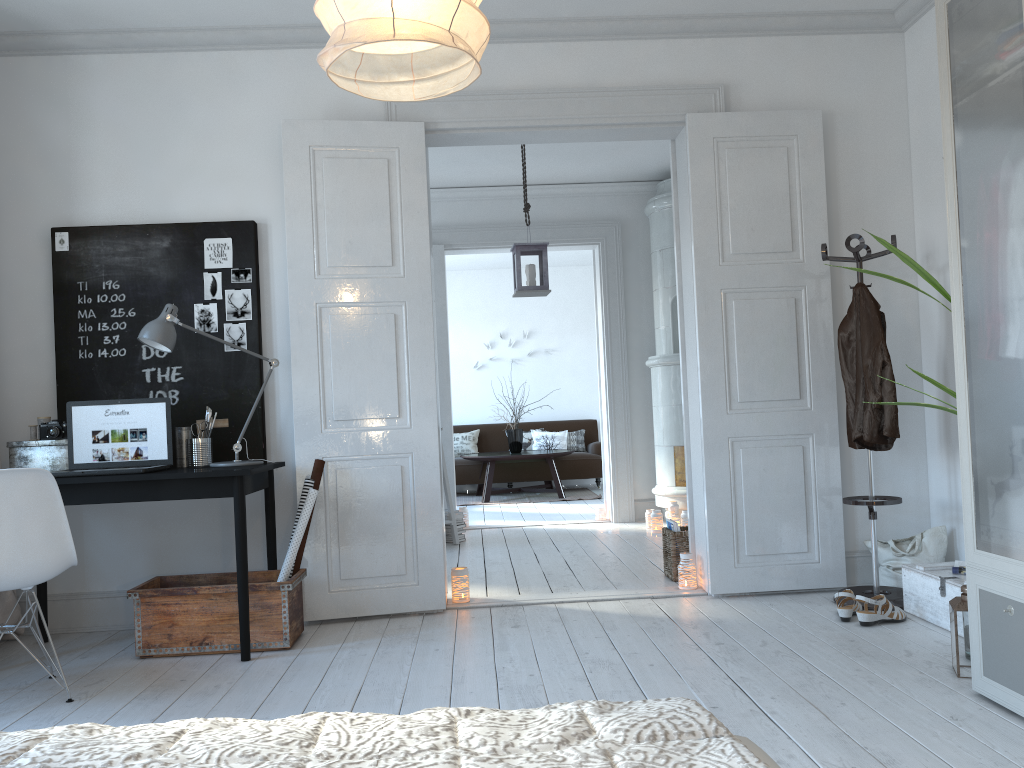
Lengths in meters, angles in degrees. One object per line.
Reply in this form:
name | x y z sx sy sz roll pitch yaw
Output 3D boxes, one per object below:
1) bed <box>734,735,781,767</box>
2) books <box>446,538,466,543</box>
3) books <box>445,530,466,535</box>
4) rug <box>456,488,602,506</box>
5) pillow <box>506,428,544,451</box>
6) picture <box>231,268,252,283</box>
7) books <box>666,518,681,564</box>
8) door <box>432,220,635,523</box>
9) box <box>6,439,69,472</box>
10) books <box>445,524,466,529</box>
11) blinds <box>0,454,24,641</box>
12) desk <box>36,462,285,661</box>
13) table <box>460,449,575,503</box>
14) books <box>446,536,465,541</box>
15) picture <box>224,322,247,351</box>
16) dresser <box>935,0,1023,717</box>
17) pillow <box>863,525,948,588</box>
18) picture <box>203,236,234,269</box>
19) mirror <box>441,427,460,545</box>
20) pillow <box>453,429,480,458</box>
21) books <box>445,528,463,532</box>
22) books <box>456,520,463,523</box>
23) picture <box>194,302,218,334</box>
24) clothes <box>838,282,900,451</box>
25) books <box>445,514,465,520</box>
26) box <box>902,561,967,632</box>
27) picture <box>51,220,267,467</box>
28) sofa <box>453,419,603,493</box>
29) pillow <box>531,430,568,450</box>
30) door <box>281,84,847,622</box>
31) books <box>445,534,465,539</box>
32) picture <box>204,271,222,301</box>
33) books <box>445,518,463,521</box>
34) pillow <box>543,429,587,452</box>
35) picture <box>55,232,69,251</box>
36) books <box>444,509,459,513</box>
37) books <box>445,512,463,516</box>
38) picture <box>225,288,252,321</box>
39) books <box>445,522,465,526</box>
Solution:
bed | -0.454 0.421 0.057 1.888 1.046 2.177 -3 -2 -3
books | -0.456 1.173 6.664 0.179 0.016 0.128 -4 -3 35
books | -0.462 1.111 6.659 0.187 0.017 0.132 -4 -2 34
rug | 0.082 1.253 10.046 1.710 0.055 1.457 -3 -2 -2
pillow | 0.163 0.727 10.893 0.473 0.347 0.158 -3 -1 -4
picture | -1.285 -0.517 4.210 0.095 0.071 0.001 -3 -1 -3
books | 0.965 0.888 4.843 0.201 0.300 0.179 -3 -1 -3
door | 0.120 -0.066 7.454 2.598 2.504 0.578 -3 -1 -3
box | -2.049 0.324 3.935 0.317 0.152 0.193 -3 -2 -3
books | -0.460 1.067 6.657 0.193 0.022 0.128 -4 -2 30
blinds | -2.378 -0.162 3.694 0.225 2.646 0.831 -3 -1 -3
desk | -1.604 0.753 3.774 1.159 0.758 0.651 -3 -1 -3
table | 0.071 1.028 10.023 1.299 0.503 1.300 -2 -2 -13
books | -0.461 1.156 6.662 0.177 0.016 0.128 -4 -3 38
picture | -1.311 -0.225 4.202 0.103 0.136 0.001 -3 -1 -3
dresser | 1.701 -0.178 2.051 0.630 2.162 1.433 -3 -1 -3
pillow | 1.886 0.830 4.229 0.317 0.314 0.273 -3 -1 -2
picture | -1.392 -0.626 4.206 0.147 0.154 0.004 -3 -1 -3
mirror | -0.759 0.441 6.478 0.610 1.488 0.417 -2 -1 -38
pillow | -0.644 0.752 10.895 0.519 0.367 0.239 -3 -1 -3
books | -0.472 1.091 6.663 0.167 0.022 0.128 -4 -2 31
books | -0.467 1.030 6.665 0.128 0.016 0.177 -1 -3 -36
picture | -1.448 -0.311 4.197 0.107 0.150 0.001 -3 -1 -3
clothes | 1.602 -0.078 3.989 0.237 0.770 0.211 -3 -1 31
books | -0.460 0.992 6.657 0.128 0.026 0.200 -1 -2 -31
box | 1.875 0.854 3.530 0.376 0.218 0.642 -3 -2 -3
picture | -1.676 -0.174 4.215 0.953 1.172 0.064 -3 -1 -3
sofa | 0.034 0.886 10.815 2.165 0.824 0.969 -3 -2 -3
pillow | 0.458 0.702 10.830 0.471 0.309 0.188 -3 -1 -2
door | 0.257 -0.181 4.442 2.598 2.504 0.578 -3 -1 -3
books | -0.462 1.139 6.660 0.181 0.016 0.128 -5 -3 42
picture | -1.418 -0.465 4.203 0.083 0.146 0.002 -3 -1 -3
books | -0.468 1.014 6.662 0.128 0.016 0.181 -1 -2 -32
pillow | 0.654 0.710 10.952 0.542 0.287 0.183 -3 -1 -2
picture | -2.120 -0.671 4.176 0.061 0.088 0.004 -2 -1 -6
books | -0.477 0.956 6.673 0.111 0.014 0.156 -2 -2 -23
books | -0.468 0.971 6.660 0.132 0.017 0.187 -1 -2 -30
picture | -1.297 -0.378 4.205 0.121 0.152 0.002 -3 -1 -3
books | -0.462 1.047 6.666 0.179 0.016 0.128 -4 -3 40
